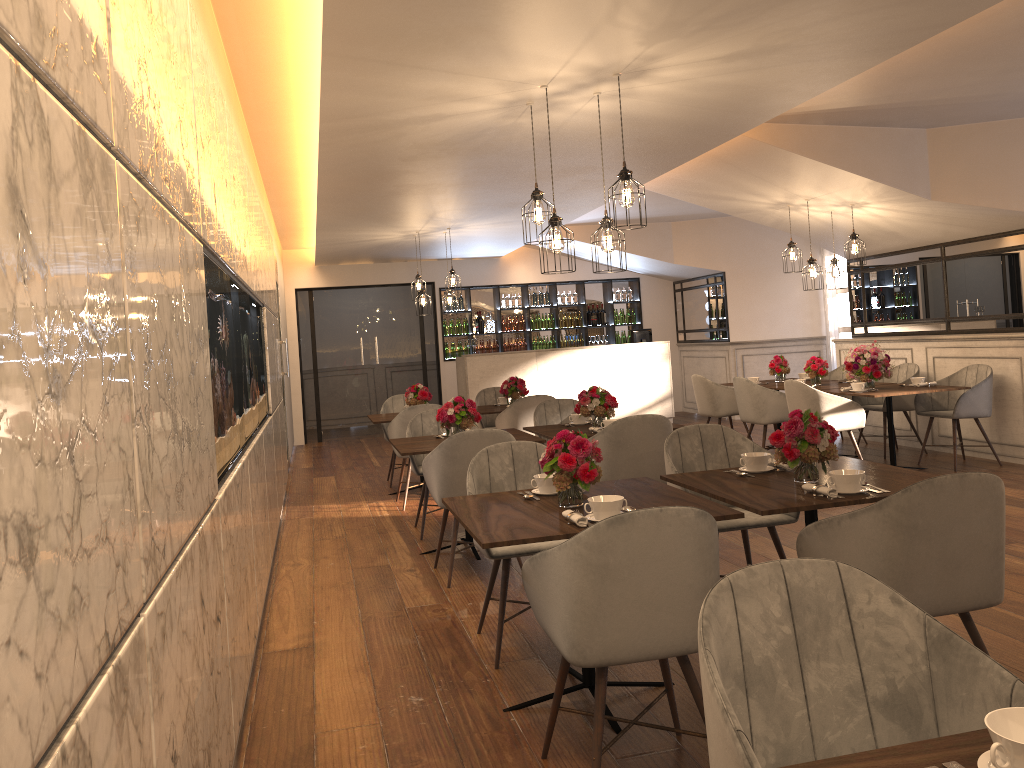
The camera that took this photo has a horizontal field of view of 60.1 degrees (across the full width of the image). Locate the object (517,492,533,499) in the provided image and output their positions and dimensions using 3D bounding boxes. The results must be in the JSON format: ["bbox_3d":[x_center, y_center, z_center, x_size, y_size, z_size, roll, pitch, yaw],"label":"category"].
[{"bbox_3d":[0.048,0.444,3.545,0.043,0.015,0.197,-4,3,-16],"label":"object"}]

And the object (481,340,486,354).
[{"bbox_3d":[-0.450,-0.565,13.931,0.065,0.261,0.065,-4,0,-34],"label":"object"}]

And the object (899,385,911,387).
[{"bbox_3d":[3.491,0.015,7.772,0.211,0.004,0.022,-4,3,-13],"label":"object"}]

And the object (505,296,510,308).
[{"bbox_3d":[-0.077,-1.292,14.001,0.070,0.190,0.041,-4,0,-13],"label":"object"}]

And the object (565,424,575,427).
[{"bbox_3d":[0.411,0.293,6.259,0.022,0.004,0.211,-4,3,-13],"label":"object"}]

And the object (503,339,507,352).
[{"bbox_3d":[-0.113,-0.591,14.008,0.065,0.261,0.065,-4,0,-34],"label":"object"}]

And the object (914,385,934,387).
[{"bbox_3d":[3.541,0.008,7.623,0.192,0.024,0.025,-4,1,-13],"label":"object"}]

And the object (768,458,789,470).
[{"bbox_3d":[1.158,0.346,3.817,0.056,0.039,0.175,-4,3,-13],"label":"object"}]

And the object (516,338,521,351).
[{"bbox_3d":[0.103,-0.607,14.057,0.065,0.261,0.065,-4,0,-34],"label":"object"}]

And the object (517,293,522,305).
[{"bbox_3d":[0.116,-1.343,14.046,0.069,0.208,0.040,-4,0,-13],"label":"object"}]

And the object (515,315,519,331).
[{"bbox_3d":[0.079,-0.969,14.060,0.065,0.261,0.065,-4,0,-34],"label":"object"}]

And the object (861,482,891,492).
[{"bbox_3d":[1.322,0.375,3.250,0.043,0.015,0.197,-4,3,-16],"label":"object"}]

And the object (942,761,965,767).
[{"bbox_3d":[0.629,0.530,1.128,0.022,0.004,0.211,-4,3,-13],"label":"object"}]

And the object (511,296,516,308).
[{"bbox_3d":[0.021,-1.299,14.024,0.070,0.190,0.041,-4,0,-13],"label":"object"}]

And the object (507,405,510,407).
[{"bbox_3d":[-0.012,0.211,8.127,0.056,0.039,0.175,-4,3,-13],"label":"object"}]

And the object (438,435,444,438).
[{"bbox_3d":[-0.483,0.362,6.056,0.022,0.004,0.211,-4,3,-13],"label":"object"}]

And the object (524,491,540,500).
[{"bbox_3d":[0.084,0.448,3.546,0.022,0.004,0.211,-4,3,-13],"label":"object"}]

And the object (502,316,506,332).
[{"bbox_3d":[-0.136,-0.953,14.011,0.065,0.261,0.065,-4,0,-34],"label":"object"}]

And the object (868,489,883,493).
[{"bbox_3d":[1.287,0.383,3.249,0.022,0.004,0.211,-4,3,-13],"label":"object"}]

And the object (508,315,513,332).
[{"bbox_3d":[-0.029,-0.961,14.036,0.065,0.261,0.065,-4,0,-34],"label":"object"}]

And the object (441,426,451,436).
[{"bbox_3d":[-0.415,0.320,6.099,0.148,0.072,0.148,-3,3,30],"label":"object"}]

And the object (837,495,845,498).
[{"bbox_3d":[1.137,0.385,3.198,0.025,0.024,0.192,-4,3,-13],"label":"object"}]

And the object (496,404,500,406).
[{"bbox_3d":[-0.139,0.209,8.695,0.022,0.004,0.211,-4,3,-13],"label":"object"}]

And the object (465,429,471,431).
[{"bbox_3d":[-0.303,0.329,6.124,0.056,0.039,0.175,-4,3,-13],"label":"object"}]

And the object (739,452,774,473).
[{"bbox_3d":[1.046,0.337,3.792,0.148,0.072,0.148,-5,3,-35],"label":"object"}]

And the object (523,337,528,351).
[{"bbox_3d":[0.210,-0.616,14.082,0.065,0.261,0.065,-4,0,-34],"label":"object"}]

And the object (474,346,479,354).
[{"bbox_3d":[-0.558,-0.556,13.907,0.065,0.261,0.065,-4,0,-34],"label":"object"}]

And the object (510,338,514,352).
[{"bbox_3d":[-0.005,-0.599,14.033,0.065,0.261,0.065,-4,0,-34],"label":"object"}]

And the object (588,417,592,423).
[{"bbox_3d":[0.591,0.260,6.327,0.056,0.039,0.175,-4,3,-13],"label":"object"}]

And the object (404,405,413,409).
[{"bbox_3d":[-0.965,0.237,8.535,0.148,0.072,0.148,-3,2,10],"label":"object"}]

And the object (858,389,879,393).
[{"bbox_3d":[2.993,0.059,7.427,0.197,0.015,0.043,-5,3,-17],"label":"object"}]

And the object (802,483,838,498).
[{"bbox_3d":[1.105,0.381,3.181,0.056,0.039,0.175,-4,3,-13],"label":"object"}]

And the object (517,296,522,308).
[{"bbox_3d":[0.119,-1.307,14.046,0.070,0.190,0.041,-4,0,-13],"label":"object"}]

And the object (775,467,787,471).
[{"bbox_3d":[1.127,0.356,3.800,0.025,0.024,0.192,-4,3,-13],"label":"object"}]

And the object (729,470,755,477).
[{"bbox_3d":[0.978,0.379,3.749,0.022,0.004,0.211,-4,3,-13],"label":"object"}]

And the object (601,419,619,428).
[{"bbox_3d":[0.648,0.269,5.716,0.148,0.072,0.148,-3,3,30],"label":"object"}]

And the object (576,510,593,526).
[{"bbox_3d":[0.243,0.454,2.994,0.025,0.024,0.192,-4,3,-13],"label":"object"}]

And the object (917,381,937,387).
[{"bbox_3d":[3.558,0.002,7.591,0.175,0.039,0.056,-4,2,-13],"label":"object"}]

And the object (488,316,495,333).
[{"bbox_3d":[-0.328,-0.947,13.966,0.108,0.282,0.108,-4,0,33],"label":"object"}]

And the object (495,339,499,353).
[{"bbox_3d":[-0.235,-0.581,13.980,0.065,0.261,0.065,-4,0,-34],"label":"object"}]

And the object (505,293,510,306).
[{"bbox_3d":[-0.079,-1.328,14.002,0.069,0.208,0.040,-4,0,-13],"label":"object"}]

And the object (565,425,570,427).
[{"bbox_3d":[0.375,0.289,6.258,0.043,0.015,0.197,-4,3,-16],"label":"object"}]

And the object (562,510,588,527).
[{"bbox_3d":[0.211,0.450,2.977,0.056,0.039,0.175,-4,3,-13],"label":"object"}]

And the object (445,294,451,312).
[{"bbox_3d":[-0.999,-1.282,13.793,0.075,0.310,0.075,-4,0,13],"label":"object"}]

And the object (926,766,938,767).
[{"bbox_3d":[0.593,0.527,1.127,0.043,0.015,0.197,-4,3,-16],"label":"object"}]

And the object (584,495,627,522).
[{"bbox_3d":[0.320,0.424,3.003,0.148,0.072,0.148,-5,3,-35],"label":"object"}]

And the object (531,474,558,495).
[{"bbox_3d":[0.151,0.406,3.589,0.148,0.072,0.148,-5,3,-35],"label":"object"}]

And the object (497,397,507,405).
[{"bbox_3d":[-0.071,0.168,8.739,0.148,0.072,0.148,-3,2,10],"label":"object"}]

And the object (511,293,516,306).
[{"bbox_3d":[0.019,-1.336,14.024,0.069,0.208,0.040,-4,0,-13],"label":"object"}]

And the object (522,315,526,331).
[{"bbox_3d":[0.186,-0.978,14.085,0.065,0.261,0.065,-4,0,-34],"label":"object"}]

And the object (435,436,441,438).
[{"bbox_3d":[-0.519,0.358,6.055,0.043,0.015,0.197,-4,3,-16],"label":"object"}]

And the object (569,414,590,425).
[{"bbox_3d":[0.479,0.251,6.302,0.148,0.072,0.148,-3,3,30],"label":"object"}]

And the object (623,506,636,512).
[{"bbox_3d":[0.421,0.444,3.045,0.043,0.015,0.197,-4,3,-9],"label":"object"}]

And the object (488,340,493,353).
[{"bbox_3d":[-0.343,-0.573,13.956,0.065,0.261,0.065,-4,0,-34],"label":"object"}]

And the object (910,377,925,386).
[{"bbox_3d":[3.532,-0.019,7.703,0.148,0.072,0.148,-3,3,30],"label":"object"}]

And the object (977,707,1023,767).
[{"bbox_3d":[0.697,0.489,1.171,0.148,0.072,0.148,-5,3,-35],"label":"object"}]

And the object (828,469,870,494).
[{"bbox_3d":[1.215,0.355,3.206,0.148,0.072,0.148,-5,3,-35],"label":"object"}]

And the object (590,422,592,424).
[{"bbox_3d":[0.560,0.270,6.310,0.025,0.024,0.192,-4,3,-13],"label":"object"}]

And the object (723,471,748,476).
[{"bbox_3d":[0.942,0.375,3.748,0.043,0.015,0.197,-4,3,-16],"label":"object"}]

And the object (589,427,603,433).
[{"bbox_3d":[0.538,0.295,5.691,0.056,0.039,0.175,-4,3,-13],"label":"object"}]
